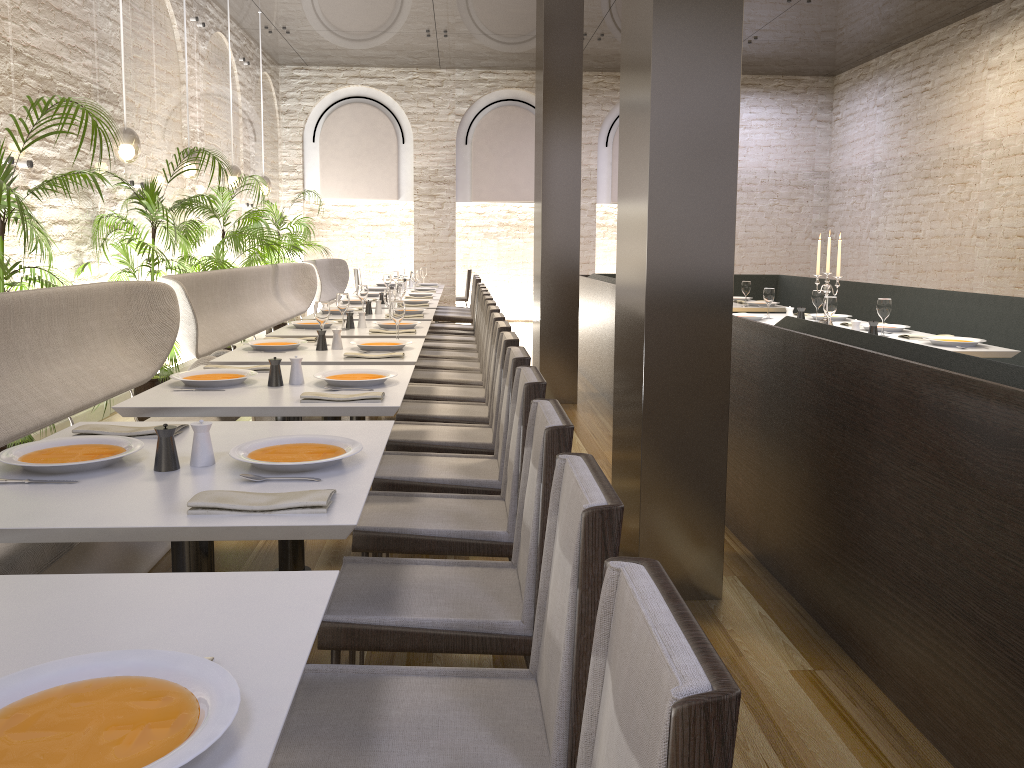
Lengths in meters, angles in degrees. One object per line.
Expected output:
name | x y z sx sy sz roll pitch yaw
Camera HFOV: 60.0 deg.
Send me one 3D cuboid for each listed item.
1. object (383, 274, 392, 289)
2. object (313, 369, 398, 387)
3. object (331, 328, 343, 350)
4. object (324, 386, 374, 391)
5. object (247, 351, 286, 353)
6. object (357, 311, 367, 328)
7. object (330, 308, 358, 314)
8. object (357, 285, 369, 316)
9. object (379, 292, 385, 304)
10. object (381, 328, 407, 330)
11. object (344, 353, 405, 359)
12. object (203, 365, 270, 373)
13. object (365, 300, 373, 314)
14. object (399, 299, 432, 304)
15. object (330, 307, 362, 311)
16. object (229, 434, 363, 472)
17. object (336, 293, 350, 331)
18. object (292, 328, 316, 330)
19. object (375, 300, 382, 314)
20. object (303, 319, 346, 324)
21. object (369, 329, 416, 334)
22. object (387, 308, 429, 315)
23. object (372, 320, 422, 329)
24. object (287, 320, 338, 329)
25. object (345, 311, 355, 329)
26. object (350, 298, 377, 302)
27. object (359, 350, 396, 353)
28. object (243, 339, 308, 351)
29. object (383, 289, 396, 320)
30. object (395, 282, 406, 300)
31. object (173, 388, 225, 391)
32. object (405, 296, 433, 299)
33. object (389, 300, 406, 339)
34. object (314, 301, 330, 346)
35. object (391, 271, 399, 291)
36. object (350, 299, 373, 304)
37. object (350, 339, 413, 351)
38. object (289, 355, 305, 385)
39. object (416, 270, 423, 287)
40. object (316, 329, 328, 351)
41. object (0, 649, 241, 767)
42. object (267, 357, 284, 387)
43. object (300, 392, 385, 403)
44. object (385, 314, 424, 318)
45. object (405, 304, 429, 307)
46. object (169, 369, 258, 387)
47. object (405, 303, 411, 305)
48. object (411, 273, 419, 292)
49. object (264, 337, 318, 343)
object | -1.253 -0.987 8.919 0.086 0.230 0.086 4 8 26
object | -0.603 -0.020 3.423 0.322 0.036 0.323 -4 10 -25
object | -0.890 -0.232 4.509 0.059 0.109 0.060 1 7 5
object | -0.597 0.017 3.242 0.181 0.015 0.038 0 9 -2
object | -1.200 -0.157 4.335 0.185 0.010 0.017 0 8 -3
object | -0.959 -0.414 5.663 0.059 0.109 0.060 -1 7 -12
object | -1.342 -0.559 6.823 0.322 0.036 0.323 -4 10 -25
object | -1.118 -0.627 6.631 0.087 0.230 0.086 6 9 38
object | -1.163 -0.770 7.927 0.059 0.109 0.060 -1 7 -12
object | -0.732 -0.342 5.519 0.181 0.015 0.038 0 9 -2
object | -0.650 -0.133 4.191 0.273 0.033 0.143 0 9 -3
object | -1.142 -0.066 3.734 0.273 0.033 0.143 0 9 -3
object | -1.094 -0.588 6.765 0.059 0.109 0.060 -1 7 -12
object | -0.875 -0.742 8.014 0.322 0.036 0.323 -4 10 -25
object | -1.345 -0.606 7.163 0.273 0.033 0.143 0 9 -3
object | -0.529 0.176 2.182 0.322 0.036 0.323 -4 10 -25
object | -1.051 -0.450 5.505 0.086 0.230 0.087 7 10 44
object | -1.268 -0.339 5.489 0.185 0.010 0.017 0 8 -3
object | -1.027 -0.595 6.815 0.059 0.109 0.060 -1 7 -12
object | -1.276 -0.424 6.012 0.273 0.033 0.143 0 9 -3
object | -0.718 -0.315 5.345 0.273 0.033 0.143 0 9 -3
object | -0.806 -0.559 6.852 0.322 0.036 0.323 -4 10 -25
object | -0.738 -0.378 5.701 0.322 0.036 0.323 -3 10 -21
object | -1.274 -0.378 5.671 0.322 0.036 0.323 -3 10 -21
object | -1.026 -0.406 5.613 0.059 0.109 0.060 -1 7 -12
object | -1.414 -0.788 8.325 0.273 0.033 0.143 0 9 -3
object | -0.663 -0.160 4.365 0.181 0.015 0.038 0 9 -2
object | -1.206 -0.196 4.517 0.322 0.036 0.323 6 10 31
object | -0.823 -0.521 5.970 0.086 0.230 0.086 1 7 3
object | -0.890 -0.698 7.096 0.087 0.230 0.086 6 9 38
object | -1.133 0.020 3.212 0.185 0.010 0.017 0 8 -3
object | -0.921 -0.854 8.767 0.273 0.033 0.143 0 9 -3
object | -0.620 -0.336 4.800 0.087 0.230 0.086 6 9 38
object | -1.002 -0.319 4.673 0.087 0.230 0.086 6 9 38
object | -1.317 -1.158 10.007 0.086 0.230 0.086 4 8 26
object | -1.411 -0.742 7.984 0.322 0.036 0.323 -4 10 -25
object | -0.669 -0.197 4.547 0.322 0.036 0.323 6 10 31
object | -0.824 -0.055 3.385 0.059 0.109 0.060 -1 7 -12
object | -1.090 -1.229 10.472 0.086 0.230 0.086 4 8 26
object | -0.958 -0.225 4.459 0.059 0.109 0.060 1 7 5
object | -0.456 0.371 0.941 0.322 0.036 0.323 -4 10 -25
object | -0.891 -0.048 3.336 0.059 0.109 0.060 -1 7 -12
object | -0.583 0.043 3.067 0.273 0.033 0.143 0 9 -3
object | -0.786 -0.496 6.497 0.273 0.033 0.143 0 9 -3
object | -0.855 -0.679 7.658 0.273 0.033 0.143 0 9 -3
object | -1.139 -0.019 3.393 0.322 0.036 0.323 -4 10 -25
object | -0.869 -0.706 7.833 0.181 0.015 0.038 0 9 -2
object | -1.025 -1.058 9.384 0.086 0.230 0.086 4 8 26
object | -1.208 -0.243 4.858 0.273 0.033 0.143 0 9 -3
